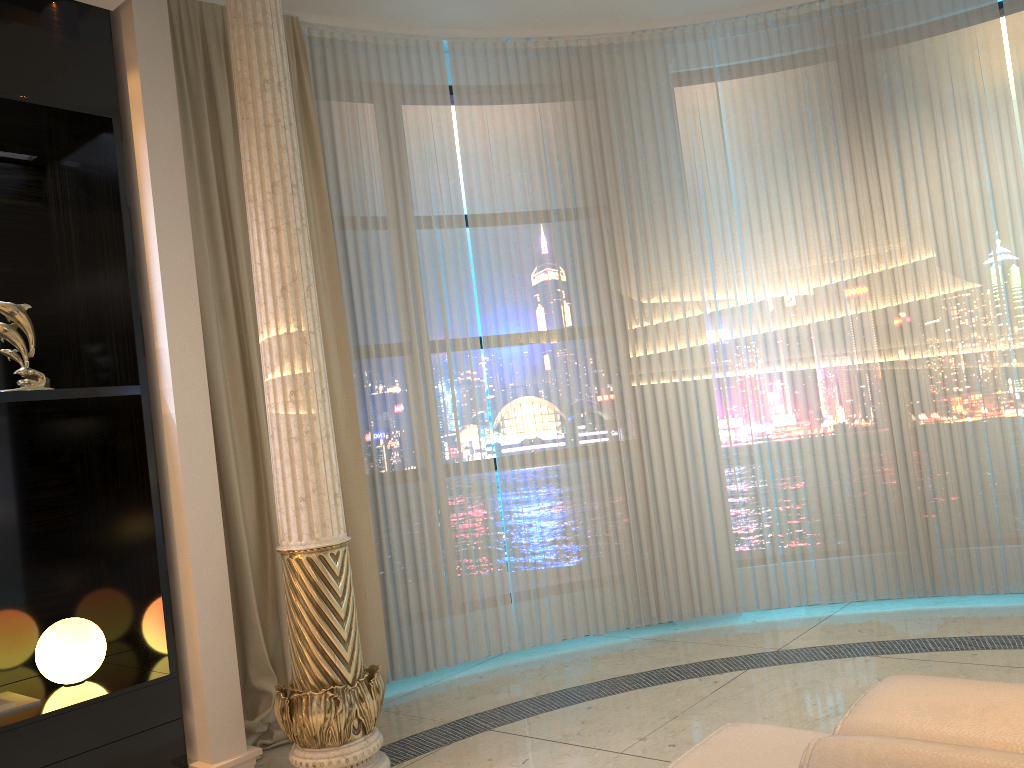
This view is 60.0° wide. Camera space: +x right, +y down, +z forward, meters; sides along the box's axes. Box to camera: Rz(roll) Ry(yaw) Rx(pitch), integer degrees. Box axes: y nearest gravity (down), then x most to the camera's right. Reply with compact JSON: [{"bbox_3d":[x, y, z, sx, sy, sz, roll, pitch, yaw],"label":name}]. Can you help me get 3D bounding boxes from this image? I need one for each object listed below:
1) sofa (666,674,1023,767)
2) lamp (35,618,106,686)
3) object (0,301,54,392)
[{"bbox_3d":[0.877,0.656,0.189,2.328,0.754,1.145,-9,-3,40],"label":"sofa"},{"bbox_3d":[-1.475,0.892,2.968,0.212,0.214,0.213,-7,-3,1],"label":"lamp"},{"bbox_3d":[-1.561,-0.112,2.798,0.116,0.293,0.182,-9,-3,37],"label":"object"}]
